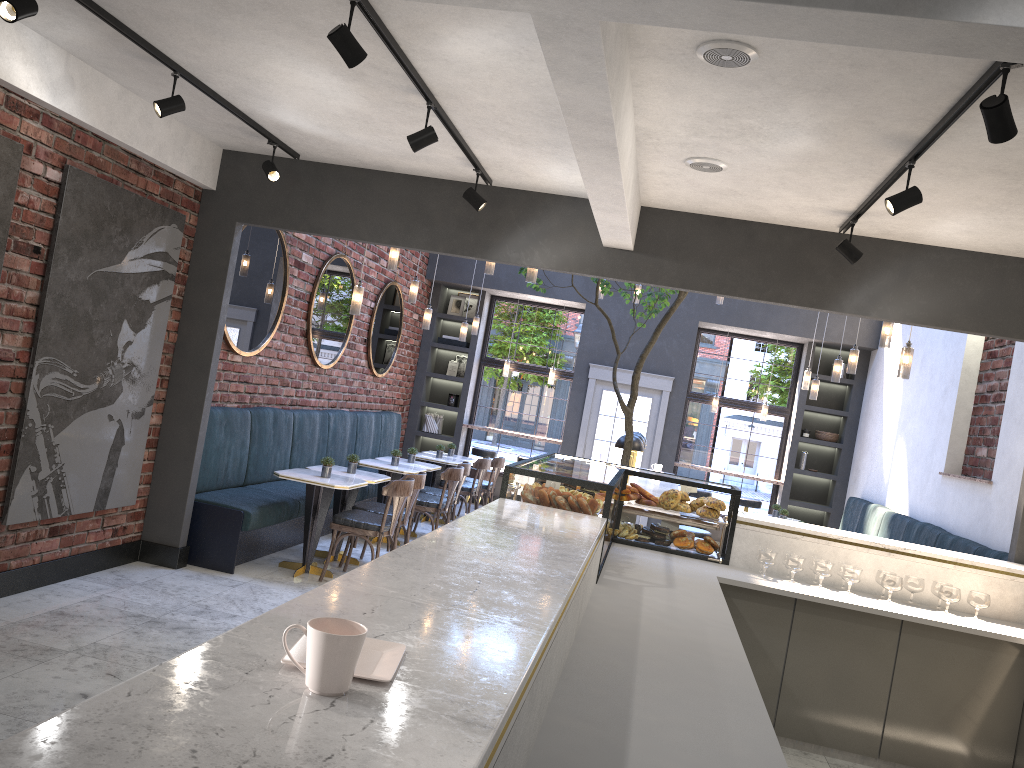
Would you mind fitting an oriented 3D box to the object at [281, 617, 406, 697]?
[{"bbox_3d":[-0.266,0.407,1.416,0.176,0.097,0.301,10,-1,1],"label":"object"}]

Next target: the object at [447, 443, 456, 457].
[{"bbox_3d":[-0.750,0.811,10.980,0.118,0.165,0.122,10,0,-13],"label":"object"}]

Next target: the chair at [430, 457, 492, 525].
[{"bbox_3d":[-0.569,1.247,10.339,0.521,0.851,0.539,10,0,11],"label":"chair"}]

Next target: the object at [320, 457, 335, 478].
[{"bbox_3d":[-1.429,0.640,6.855,0.118,0.165,0.122,10,0,-13],"label":"object"}]

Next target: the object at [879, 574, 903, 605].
[{"bbox_3d":[2.096,1.134,4.903,0.114,0.147,0.114,10,0,14],"label":"object"}]

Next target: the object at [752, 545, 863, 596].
[{"bbox_3d":[1.681,1.063,5.070,0.575,0.147,0.256,10,-1,10],"label":"object"}]

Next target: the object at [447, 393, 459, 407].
[{"bbox_3d":[-0.837,0.231,12.625,0.152,0.181,0.152,10,-1,-42],"label":"object"}]

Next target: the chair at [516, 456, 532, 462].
[{"bbox_3d":[0.182,1.419,12.172,0.372,0.821,0.370,10,0,-28],"label":"chair"}]

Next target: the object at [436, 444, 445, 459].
[{"bbox_3d":[-0.844,0.788,10.406,0.118,0.165,0.122,10,0,-13],"label":"object"}]

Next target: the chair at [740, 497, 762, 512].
[{"bbox_3d":[3.039,1.915,11.685,0.372,0.821,0.370,10,0,-28],"label":"chair"}]

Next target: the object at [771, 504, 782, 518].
[{"bbox_3d":[3.078,1.475,10.328,0.118,0.165,0.122,10,0,-13],"label":"object"}]

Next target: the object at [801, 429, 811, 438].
[{"bbox_3d":[3.923,0.657,11.845,0.117,0.119,0.117,10,0,-14],"label":"object"}]

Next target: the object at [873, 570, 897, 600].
[{"bbox_3d":[2.117,1.140,5.033,0.114,0.147,0.114,10,0,14],"label":"object"}]

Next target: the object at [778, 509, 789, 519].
[{"bbox_3d":[2.984,1.452,9.754,0.118,0.165,0.122,10,0,-13],"label":"object"}]

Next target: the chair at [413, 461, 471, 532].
[{"bbox_3d":[-0.752,1.200,9.206,0.521,0.851,0.538,10,0,3],"label":"chair"}]

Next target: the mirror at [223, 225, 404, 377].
[{"bbox_3d":[-1.799,-0.900,9.104,0.036,1.510,4.775,10,-1,10],"label":"mirror"}]

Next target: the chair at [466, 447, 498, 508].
[{"bbox_3d":[-0.442,1.311,12.302,0.371,0.821,0.371,10,0,-28],"label":"chair"}]

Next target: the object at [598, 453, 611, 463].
[{"bbox_3d":[1.038,0.844,10.071,0.175,0.098,0.204,10,-1,15],"label":"object"}]

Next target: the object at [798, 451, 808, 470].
[{"bbox_3d":[3.875,1.017,11.795,0.098,0.248,0.098,10,0,-41],"label":"object"}]

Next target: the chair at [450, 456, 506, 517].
[{"bbox_3d":[-0.409,1.282,10.899,0.521,0.851,0.497,10,0,9],"label":"chair"}]

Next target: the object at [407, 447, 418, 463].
[{"bbox_3d":[-1.039,0.739,9.225,0.118,0.165,0.122,10,0,-13],"label":"object"}]

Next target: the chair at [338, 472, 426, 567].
[{"bbox_3d":[-1.048,1.126,7.397,0.521,0.851,0.539,10,0,11],"label":"chair"}]

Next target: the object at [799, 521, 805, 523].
[{"bbox_3d":[2.789,1.403,8.573,0.118,0.165,0.122,10,0,-13],"label":"object"}]

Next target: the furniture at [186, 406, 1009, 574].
[{"bbox_3d":[0.796,1.315,8.653,6.019,1.151,5.342,10,-1,10],"label":"furniture"}]

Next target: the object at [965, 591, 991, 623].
[{"bbox_3d":[2.536,1.211,4.828,0.114,0.147,0.114,10,0,14],"label":"object"}]

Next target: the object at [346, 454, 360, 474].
[{"bbox_3d":[-1.335,0.664,7.429,0.118,0.165,0.122,10,0,-13],"label":"object"}]

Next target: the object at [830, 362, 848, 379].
[{"bbox_3d":[4.374,-0.175,11.835,0.213,0.215,0.213,10,0,19],"label":"object"}]

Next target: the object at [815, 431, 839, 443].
[{"bbox_3d":[4.196,0.703,11.822,0.304,0.123,0.305,10,-1,31],"label":"object"}]

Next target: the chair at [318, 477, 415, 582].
[{"bbox_3d":[-1.083,1.112,6.817,0.521,0.851,0.539,10,0,11],"label":"chair"}]

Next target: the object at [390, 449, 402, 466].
[{"bbox_3d":[-1.133,0.715,8.651,0.118,0.165,0.122,10,0,-13],"label":"object"}]

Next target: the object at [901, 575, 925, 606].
[{"bbox_3d":[2.264,1.165,5.008,0.114,0.147,0.114,10,0,14],"label":"object"}]

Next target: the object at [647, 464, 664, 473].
[{"bbox_3d":[1.631,0.948,10.002,0.176,0.097,0.301,10,-1,1],"label":"object"}]

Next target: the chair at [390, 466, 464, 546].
[{"bbox_3d":[-0.794,1.185,8.573,0.521,0.851,0.539,10,0,11],"label":"chair"}]

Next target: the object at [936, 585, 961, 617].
[{"bbox_3d":[2.389,1.185,4.853,0.114,0.147,0.114,10,0,14],"label":"object"}]

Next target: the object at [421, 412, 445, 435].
[{"bbox_3d":[-1.123,0.541,12.677,0.250,0.323,0.241,10,0,10],"label":"object"}]

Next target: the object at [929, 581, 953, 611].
[{"bbox_3d":[2.410,1.190,4.983,0.114,0.147,0.114,10,0,14],"label":"object"}]

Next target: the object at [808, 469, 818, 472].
[{"bbox_3d":[3.984,1.148,11.745,0.130,0.026,0.130,10,-1,-7],"label":"object"}]

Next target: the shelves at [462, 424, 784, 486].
[{"bbox_3d":[1.477,0.957,12.248,4.402,0.043,0.384,10,-1,10],"label":"shelves"}]

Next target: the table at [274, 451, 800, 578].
[{"bbox_3d":[0.753,1.510,8.610,4.598,0.751,4.832,10,-1,10],"label":"table"}]

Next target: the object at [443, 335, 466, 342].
[{"bbox_3d":[-0.822,-0.645,12.670,0.327,0.039,0.227,10,-1,0],"label":"object"}]

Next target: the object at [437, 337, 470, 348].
[{"bbox_3d":[-0.830,-0.584,12.658,0.412,0.084,0.287,10,-1,10],"label":"object"}]
